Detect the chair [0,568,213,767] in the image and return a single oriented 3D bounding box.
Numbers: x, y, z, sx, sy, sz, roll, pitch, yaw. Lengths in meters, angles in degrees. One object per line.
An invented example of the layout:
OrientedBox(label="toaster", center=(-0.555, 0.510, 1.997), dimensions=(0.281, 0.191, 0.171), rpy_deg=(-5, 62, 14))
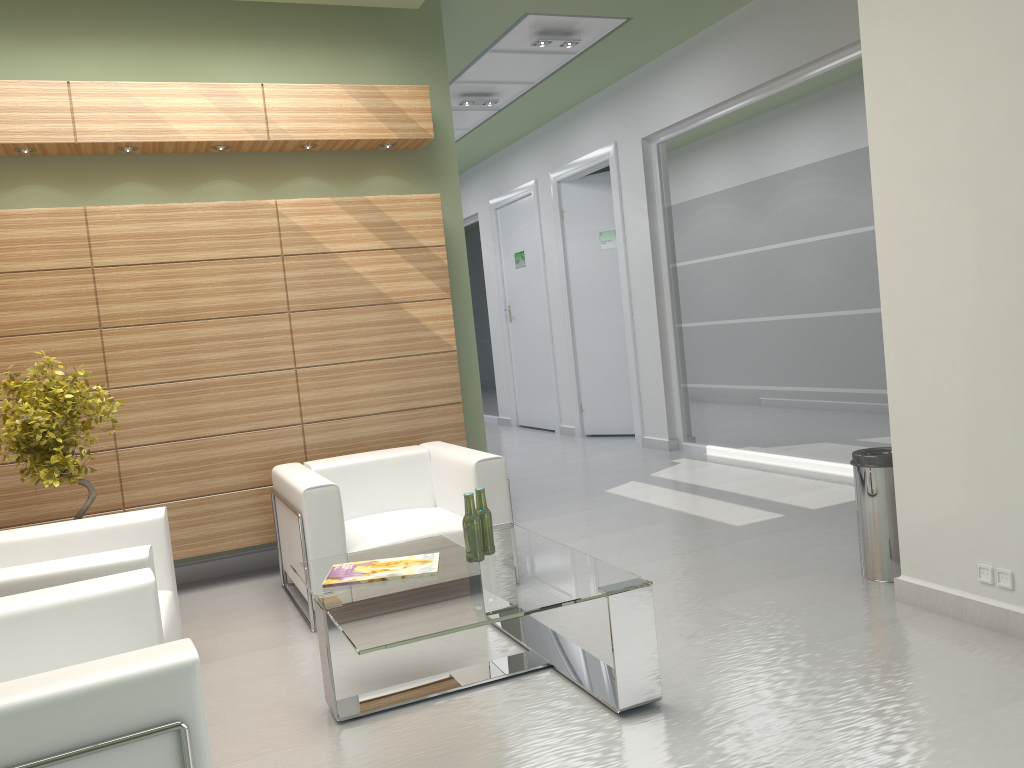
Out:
OrientedBox(label="chair", center=(-2.317, 1.733, 3.819), dimensions=(1.802, 1.234, 1.894), rpy_deg=(-8, 4, -28))

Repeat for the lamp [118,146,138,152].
OrientedBox(label="lamp", center=(-3.840, -2.374, 8.862), dimensions=(0.181, 0.074, 0.181), rpy_deg=(-4, 4, 28))

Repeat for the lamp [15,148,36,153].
OrientedBox(label="lamp", center=(-4.673, -2.266, 8.511), dimensions=(0.181, 0.074, 0.181), rpy_deg=(-8, 4, -28))

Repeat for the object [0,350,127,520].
OrientedBox(label="object", center=(-3.877, 0.988, 7.444), dimensions=(1.116, 2.565, 1.201), rpy_deg=(-3, 4, 35))

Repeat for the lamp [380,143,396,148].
OrientedBox(label="lamp", center=(-1.389, -2.689, 9.895), dimensions=(0.181, 0.074, 0.181), rpy_deg=(-8, 4, -28))

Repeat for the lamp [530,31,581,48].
OrientedBox(label="lamp", center=(0.612, -4.846, 12.465), dimensions=(0.657, 0.159, 0.286), rpy_deg=(-7, 4, -23))

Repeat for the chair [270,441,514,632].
OrientedBox(label="chair", center=(-1.160, 1.329, 8.393), dimensions=(1.894, 1.234, 1.802), rpy_deg=(-7, 4, -23))

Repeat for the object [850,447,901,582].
OrientedBox(label="object", center=(3.067, 1.061, 7.281), dimensions=(0.482, 1.027, 0.483), rpy_deg=(-3, 5, 38))

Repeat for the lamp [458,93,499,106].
OrientedBox(label="lamp", center=(-0.579, -4.899, 15.275), dimensions=(0.657, 0.159, 0.286), rpy_deg=(-7, 4, -23))

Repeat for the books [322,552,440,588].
OrientedBox(label="books", center=(-0.884, 1.277, 6.102), dimensions=(0.762, 0.025, 0.508), rpy_deg=(-6, 4, -3))

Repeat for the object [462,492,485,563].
OrientedBox(label="object", center=(-0.275, 0.987, 6.114), dimensions=(0.131, 0.475, 0.131), rpy_deg=(-4, 4, 32))

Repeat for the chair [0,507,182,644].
OrientedBox(label="chair", center=(-3.209, 1.690, 5.965), dimensions=(1.769, 1.234, 1.894), rpy_deg=(-7, 4, -18))

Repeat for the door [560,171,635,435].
OrientedBox(label="door", center=(2.067, -1.545, 17.170), dimensions=(2.089, 5.083, 0.134), rpy_deg=(-3, 4, 37))

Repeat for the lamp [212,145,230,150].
OrientedBox(label="lamp", center=(-3.025, -2.478, 9.206), dimensions=(0.181, 0.074, 0.181), rpy_deg=(-8, 4, -28))

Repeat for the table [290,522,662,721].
OrientedBox(label="table", center=(-0.372, 1.622, 5.944), dimensions=(1.783, 0.742, 2.197), rpy_deg=(-7, 4, -23))

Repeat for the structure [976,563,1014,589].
OrientedBox(label="structure", center=(3.209, 1.277, 5.896), dimensions=(0.017, 0.118, 0.262), rpy_deg=(-7, 4, -23))

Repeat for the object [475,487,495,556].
OrientedBox(label="object", center=(-0.204, 0.970, 6.275), dimensions=(0.131, 0.475, 0.131), rpy_deg=(-4, 4, 32))

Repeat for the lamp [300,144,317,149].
OrientedBox(label="lamp", center=(-2.199, -2.585, 9.554), dimensions=(0.181, 0.074, 0.181), rpy_deg=(-4, 4, 28))

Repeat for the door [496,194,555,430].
OrientedBox(label="door", center=(0.281, -1.532, 19.895), dimensions=(0.250, 5.083, 2.089), rpy_deg=(-7, 4, -23))
